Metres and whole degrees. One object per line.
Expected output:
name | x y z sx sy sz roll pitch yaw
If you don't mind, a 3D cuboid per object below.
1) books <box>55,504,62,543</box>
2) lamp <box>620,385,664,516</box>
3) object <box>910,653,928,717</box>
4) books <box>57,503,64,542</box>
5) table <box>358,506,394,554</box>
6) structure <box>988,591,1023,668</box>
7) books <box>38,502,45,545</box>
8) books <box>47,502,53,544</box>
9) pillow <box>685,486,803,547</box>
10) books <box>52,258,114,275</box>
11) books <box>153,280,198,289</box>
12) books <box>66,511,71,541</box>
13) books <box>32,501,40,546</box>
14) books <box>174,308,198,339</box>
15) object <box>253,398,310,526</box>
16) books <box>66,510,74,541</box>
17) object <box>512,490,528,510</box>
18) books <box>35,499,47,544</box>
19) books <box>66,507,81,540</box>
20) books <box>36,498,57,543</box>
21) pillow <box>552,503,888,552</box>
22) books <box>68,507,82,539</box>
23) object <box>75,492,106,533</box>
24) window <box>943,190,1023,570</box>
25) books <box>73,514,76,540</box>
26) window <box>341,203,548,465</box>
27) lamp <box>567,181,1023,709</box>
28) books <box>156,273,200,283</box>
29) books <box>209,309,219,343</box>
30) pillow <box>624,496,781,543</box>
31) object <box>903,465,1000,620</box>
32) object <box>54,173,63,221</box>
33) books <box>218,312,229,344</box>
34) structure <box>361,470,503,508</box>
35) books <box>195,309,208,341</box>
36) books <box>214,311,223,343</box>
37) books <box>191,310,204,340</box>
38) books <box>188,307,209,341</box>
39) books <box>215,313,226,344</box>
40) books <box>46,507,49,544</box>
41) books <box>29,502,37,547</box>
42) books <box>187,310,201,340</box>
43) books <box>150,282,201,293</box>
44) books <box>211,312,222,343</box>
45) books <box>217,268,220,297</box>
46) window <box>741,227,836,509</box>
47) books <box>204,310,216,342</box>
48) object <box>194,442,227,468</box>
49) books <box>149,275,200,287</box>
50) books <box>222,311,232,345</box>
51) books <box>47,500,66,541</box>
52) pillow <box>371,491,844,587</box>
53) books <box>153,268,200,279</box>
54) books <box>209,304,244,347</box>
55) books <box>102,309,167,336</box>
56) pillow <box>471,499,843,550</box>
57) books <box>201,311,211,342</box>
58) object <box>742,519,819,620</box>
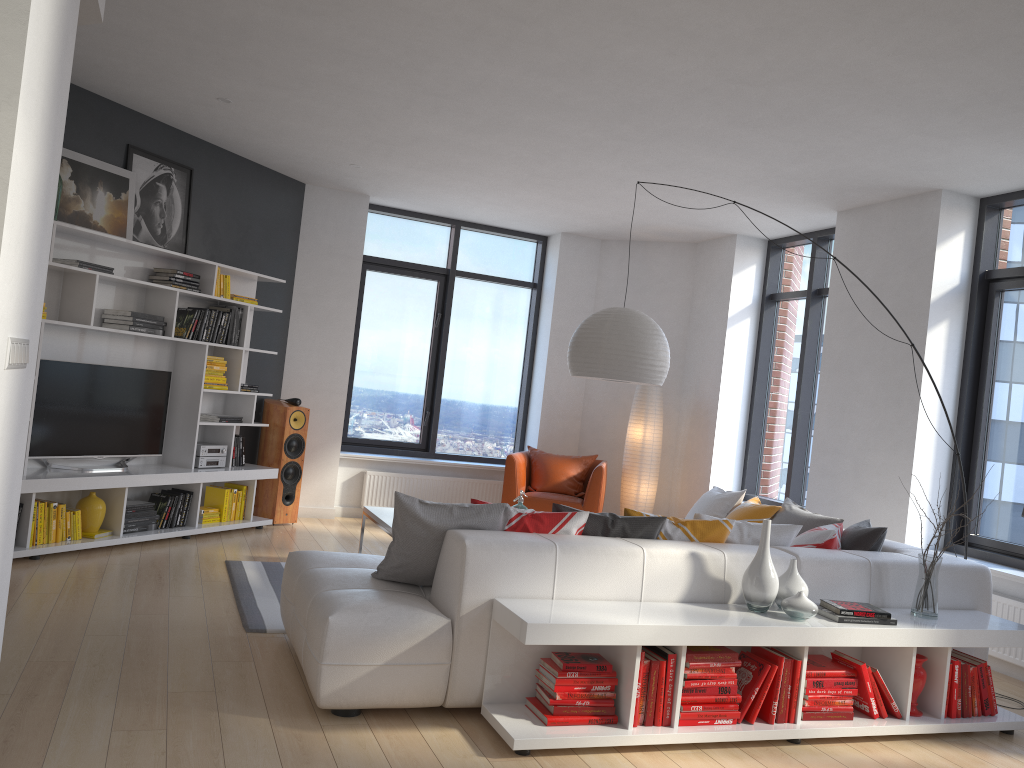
books | -2.895 0.863 5.558 0.169 0.240 0.043 6 -1 23
lamp | 1.377 0.806 8.215 0.804 1.550 0.502 6 -1 29
object | 1.817 1.365 4.042 0.125 0.258 0.125 7 -1 -43
books | -2.904 0.865 5.588 0.171 0.235 0.043 6 -1 22
table | -0.341 1.125 5.755 1.091 0.435 1.091 7 -1 -21
structure | 2.885 1.482 5.257 0.110 0.460 1.015 7 -1 -21
books | -2.967 0.844 5.452 0.198 0.258 0.066 6 -1 24
books | -2.926 0.853 5.510 0.180 0.252 0.041 6 -1 24
pillow | 1.208 0.884 5.389 0.580 0.456 2.156 6 -1 5
books | -2.787 -0.759 5.743 0.250 0.047 0.310 6 -1 19
books | -2.463 -0.728 6.494 0.189 0.020 0.264 6 -1 22
books | -2.868 0.894 5.641 0.138 0.188 0.056 6 -1 24
books | -2.975 0.837 5.417 0.213 0.271 0.048 6 -1 24
books | -2.437 -0.448 6.564 0.182 0.234 0.104 6 -1 24
object | -2.020 0.646 7.630 0.434 1.088 0.290 6 -1 39
books | -2.852 0.896 5.657 0.134 0.187 0.046 6 -1 24
object | -0.030 0.808 5.700 0.330 0.265 0.330 6 -1 3
books | -2.953 0.843 5.480 0.202 0.267 0.038 6 -1 24
books | -2.837 0.895 5.699 0.148 0.193 0.067 6 -1 25
books | -2.925 0.854 5.538 0.185 0.252 0.055 6 -1 23
pillow | 1.119 0.863 4.513 2.120 0.436 0.608 7 -1 -25
books | -2.835 0.895 5.725 0.149 0.193 0.046 6 -1 25
object | -2.783 0.842 5.854 0.185 0.257 0.185 6 -1 2
window | 3.356 -0.043 5.428 0.170 2.402 1.310 7 -1 -21
books | -2.835 0.908 5.670 0.113 0.169 0.049 6 -1 23
window | -0.695 -0.451 8.929 1.960 2.402 0.170 7 -1 -21
lamp | 1.855 0.260 4.918 3.199 2.647 0.710 6 -1 15
books | -2.448 -0.780 6.498 0.180 0.026 0.246 6 -1 26
books | -2.350 -0.448 6.768 0.197 0.260 0.066 6 -1 24
pillow | 1.112 0.887 5.085 0.630 0.440 2.095 6 -1 26
object | 2.010 0.721 4.107 0.406 0.744 0.607 6 -1 19
object | -2.876 -1.255 5.507 0.157 0.507 0.157 6 -1 38
books | -2.304 -0.436 6.865 0.191 0.249 0.084 6 -1 24
structure | -0.725 1.122 8.610 1.474 0.460 0.110 7 -1 -21
books | -2.377 -0.442 6.646 0.172 0.242 0.069 6 -1 25
books | -2.331 -0.442 6.808 0.192 0.254 0.075 6 -1 23
books | -2.403 -0.442 6.620 0.169 0.233 0.081 6 -1 23
books | -2.391 -0.451 6.678 0.192 0.254 0.075 6 -1 23
books | -2.309 -0.435 6.826 0.179 0.243 0.071 6 -1 23
books | -2.932 0.865 5.489 0.156 0.230 0.042 6 -1 22
books | -2.972 0.836 5.374 0.204 0.270 0.029 6 -1 24
books | -2.428 -0.445 6.597 0.187 0.234 0.096 6 -1 24
books | -2.462 -0.702 6.494 0.214 0.030 0.284 6 -1 27
books | -2.317 -0.434 6.776 0.172 0.242 0.069 6 -1 25
books | -2.297 -0.777 6.761 0.164 0.224 0.054 6 -1 23
window | 2.535 -0.104 7.577 0.170 2.402 1.310 7 -1 -21
books | -2.364 -0.445 6.736 0.191 0.249 0.084 6 -1 24
object | -2.403 0.548 6.855 0.270 0.174 0.285 6 -1 24
books | -2.477 -0.755 6.506 0.214 0.030 0.284 6 -1 27
books | -2.290 -0.439 6.897 0.197 0.260 0.066 6 -1 24
books | -2.899 0.866 5.621 0.172 0.235 0.056 6 -1 23
pillow | 0.611 0.804 4.664 2.953 0.453 0.647 7 -1 -33
books | -2.456 -0.808 6.500 0.209 0.030 0.266 6 -1 17
books | -2.274 -0.461 6.997 0.259 0.321 0.128 6 -1 24
books | -2.639 -0.428 6.200 0.277 0.137 0.343 6 -1 19
pillow | 0.816 0.854 4.388 2.250 0.449 0.575 7 -1 -24
books | -2.375 -0.442 6.700 0.179 0.243 0.068 6 -1 23
object | 1.167 0.796 3.871 0.316 0.398 0.319 6 -1 3
